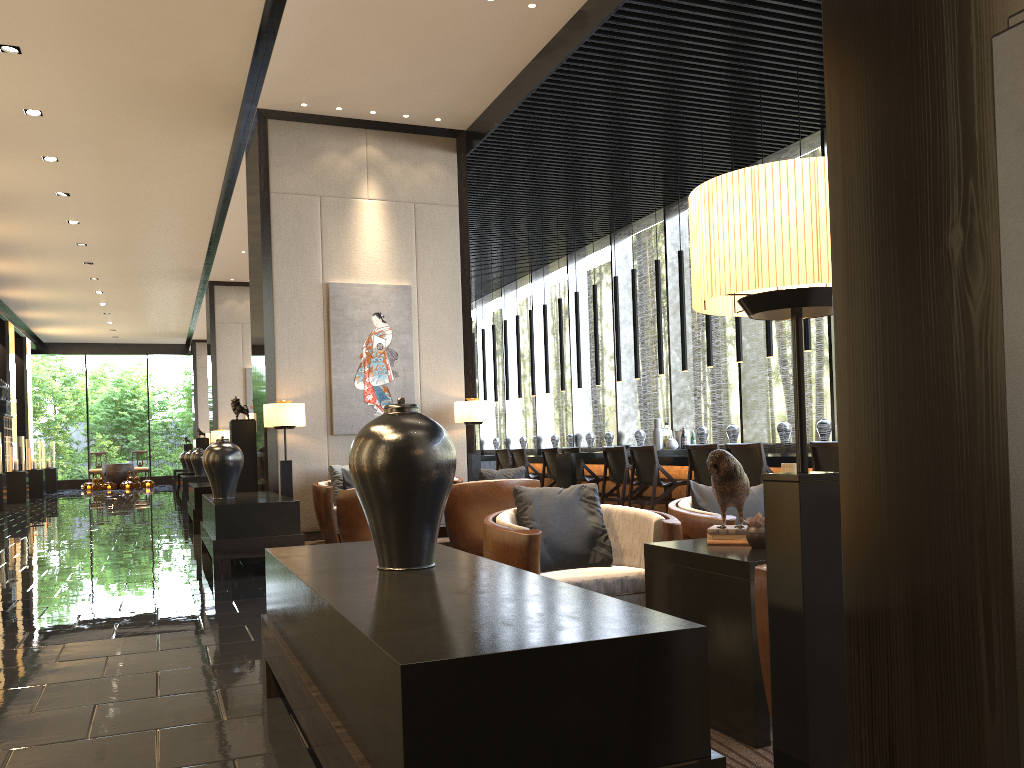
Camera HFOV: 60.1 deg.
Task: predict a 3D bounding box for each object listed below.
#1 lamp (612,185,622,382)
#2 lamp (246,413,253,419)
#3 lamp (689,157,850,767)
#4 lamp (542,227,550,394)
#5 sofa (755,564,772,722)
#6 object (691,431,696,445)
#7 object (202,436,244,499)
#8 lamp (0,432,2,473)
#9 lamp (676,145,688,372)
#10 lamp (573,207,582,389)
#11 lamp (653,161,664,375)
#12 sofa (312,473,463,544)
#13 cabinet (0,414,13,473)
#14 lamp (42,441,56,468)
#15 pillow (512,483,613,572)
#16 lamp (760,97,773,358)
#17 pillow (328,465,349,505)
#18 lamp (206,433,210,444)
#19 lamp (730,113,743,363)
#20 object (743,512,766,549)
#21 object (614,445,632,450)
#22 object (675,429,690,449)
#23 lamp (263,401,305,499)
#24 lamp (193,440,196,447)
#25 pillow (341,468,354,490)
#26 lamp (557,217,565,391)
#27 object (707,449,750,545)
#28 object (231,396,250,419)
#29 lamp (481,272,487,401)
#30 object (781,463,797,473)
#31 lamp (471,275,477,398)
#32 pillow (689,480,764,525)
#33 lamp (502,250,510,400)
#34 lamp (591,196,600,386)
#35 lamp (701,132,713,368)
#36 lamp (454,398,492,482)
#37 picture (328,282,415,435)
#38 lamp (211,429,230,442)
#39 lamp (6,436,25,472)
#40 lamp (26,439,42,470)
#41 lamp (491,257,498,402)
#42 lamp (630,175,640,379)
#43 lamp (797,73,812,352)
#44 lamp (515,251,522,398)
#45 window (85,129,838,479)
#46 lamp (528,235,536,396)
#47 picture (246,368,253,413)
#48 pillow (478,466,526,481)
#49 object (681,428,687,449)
[{"bbox_3d":[1.241,-1.231,10.584,0.060,2.418,0.060,-2,-1,-27],"label":"lamp"},{"bbox_3d":[-2.773,0.987,9.931,0.375,1.318,0.375,-2,-1,22],"label":"lamp"},{"bbox_3d":[0.538,0.284,1.627,0.375,1.350,0.375,-2,-1,26],"label":"lamp"},{"bbox_3d":[0.466,-1.070,12.529,0.060,2.418,0.060,-2,-1,-27],"label":"lamp"},{"bbox_3d":[1.320,0.625,2.178,1.448,0.693,0.604,-1,-2,-22],"label":"sofa"},{"bbox_3d":[2.014,0.620,9.852,0.056,0.197,0.056,-2,-1,-20],"label":"object"},{"bbox_3d":[-2.274,0.657,6.978,0.311,0.492,0.312,-2,-2,-3],"label":"object"},{"bbox_3d":[-9.292,1.234,15.786,0.336,0.728,0.337,-1,-1,-20],"label":"lamp"},{"bbox_3d":[1.767,-1.340,9.267,0.060,2.418,0.060,-2,-1,-27],"label":"lamp"},{"bbox_3d":[0.846,-1.149,11.575,0.060,2.418,0.060,-2,-1,-27],"label":"lamp"},{"bbox_3d":[1.595,-1.304,9.699,0.060,2.418,0.060,-2,-1,-27],"label":"lamp"},{"bbox_3d":[-1.190,1.149,8.519,1.448,0.693,0.604,-1,-2,-22],"label":"sofa"},{"bbox_3d":[-11.479,1.653,19.707,0.547,1.921,1.189,-2,-2,-22],"label":"cabinet"},{"bbox_3d":[-12.555,1.911,23.968,0.336,0.728,0.337,-1,-1,-34],"label":"lamp"},{"bbox_3d":[0.207,0.597,3.712,0.399,0.362,0.222,-1,-2,-21],"label":"pillow"},{"bbox_3d":[2.281,-1.447,7.978,0.060,2.418,0.060,-2,-1,-27],"label":"lamp"},{"bbox_3d":[-1.543,0.958,8.489,0.433,0.399,0.201,0,-2,-43],"label":"pillow"},{"bbox_3d":[-6.079,1.658,18.221,0.375,1.350,0.375,-2,-1,-3],"label":"lamp"},{"bbox_3d":[2.116,-1.412,8.392,0.060,2.418,0.060,-2,-1,-27],"label":"lamp"},{"bbox_3d":[0.769,0.453,2.749,0.091,0.112,0.091,-3,-2,30],"label":"object"},{"bbox_3d":[1.218,0.704,9.685,0.227,0.067,0.228,-1,-4,-19],"label":"object"},{"bbox_3d":[1.926,0.620,9.979,0.168,0.219,0.169,-1,-2,-26],"label":"object"},{"bbox_3d":[-2.104,0.834,8.252,0.375,1.347,0.375,-2,-1,29],"label":"lamp"},{"bbox_3d":[-8.740,2.210,24.894,0.375,1.350,0.375,-2,-1,8],"label":"lamp"},{"bbox_3d":[-1.392,0.966,8.382,0.471,0.361,0.219,-1,-2,-25],"label":"pillow"},{"bbox_3d":[0.656,-1.109,12.053,0.060,2.418,0.060,-2,-1,-27],"label":"lamp"},{"bbox_3d":[0.717,0.365,2.878,0.174,0.309,0.229,-3,-2,24],"label":"object"},{"bbox_3d":[-2.756,0.244,8.972,0.176,0.246,0.116,-1,-1,-22],"label":"object"},{"bbox_3d":[-0.485,-0.873,14.914,0.060,2.418,0.060,-2,-1,-27],"label":"lamp"},{"bbox_3d":[0.883,0.379,2.793,0.174,0.257,0.174,-2,-2,-2],"label":"object"},{"bbox_3d":[-0.674,-0.833,15.387,0.060,2.418,0.060,-2,-1,-27],"label":"lamp"},{"bbox_3d":[1.003,0.597,4.032,0.441,0.338,0.205,-1,-2,-15],"label":"pillow"},{"bbox_3d":[-0.107,-0.951,13.966,0.060,2.418,0.060,-2,-1,-27],"label":"lamp"},{"bbox_3d":[1.037,-1.189,11.096,0.060,2.418,0.060,-2,-1,-27],"label":"lamp"},{"bbox_3d":[1.936,-1.375,8.843,0.060,2.418,0.060,-2,-1,-27],"label":"lamp"},{"bbox_3d":[-0.375,0.822,8.943,0.375,1.350,0.375,-2,-1,8],"label":"lamp"},{"bbox_3d":[-1.393,-0.252,8.868,0.834,1.501,0.037,-1,-1,-22],"label":"picture"},{"bbox_3d":[-5.410,1.519,16.542,0.375,1.350,0.375,-2,-1,-3],"label":"lamp"},{"bbox_3d":[-10.380,1.459,18.513,0.336,0.728,0.337,-1,-1,-20],"label":"lamp"},{"bbox_3d":[-11.468,1.685,21.240,0.336,0.728,0.337,-1,-1,-20],"label":"lamp"},{"bbox_3d":[-0.297,-0.912,14.442,0.060,2.418,0.060,-2,-1,-27],"label":"lamp"},{"bbox_3d":[1.401,-1.264,10.184,0.060,2.418,0.060,-2,-1,-27],"label":"lamp"},{"bbox_3d":[2.466,-1.485,7.513,0.060,2.418,0.060,-2,-1,-17],"label":"lamp"},{"bbox_3d":[0.083,-0.991,13.488,0.060,2.418,0.060,-2,-1,-27],"label":"lamp"},{"bbox_3d":[-4.657,-0.180,13.205,12.048,4.222,31.956,0,-4,-22],"label":"window"},{"bbox_3d":[0.278,-1.031,13.001,0.060,2.418,0.060,-2,-1,-27],"label":"lamp"},{"bbox_3d":[-4.705,0.435,17.172,0.834,1.501,0.037,-1,-1,-22],"label":"picture"},{"bbox_3d":[-0.089,0.834,6.988,0.399,0.362,0.222,-1,-2,-21],"label":"pillow"},{"bbox_3d":[1.911,0.603,9.854,0.067,0.237,0.067,-1,-1,-28],"label":"object"}]
